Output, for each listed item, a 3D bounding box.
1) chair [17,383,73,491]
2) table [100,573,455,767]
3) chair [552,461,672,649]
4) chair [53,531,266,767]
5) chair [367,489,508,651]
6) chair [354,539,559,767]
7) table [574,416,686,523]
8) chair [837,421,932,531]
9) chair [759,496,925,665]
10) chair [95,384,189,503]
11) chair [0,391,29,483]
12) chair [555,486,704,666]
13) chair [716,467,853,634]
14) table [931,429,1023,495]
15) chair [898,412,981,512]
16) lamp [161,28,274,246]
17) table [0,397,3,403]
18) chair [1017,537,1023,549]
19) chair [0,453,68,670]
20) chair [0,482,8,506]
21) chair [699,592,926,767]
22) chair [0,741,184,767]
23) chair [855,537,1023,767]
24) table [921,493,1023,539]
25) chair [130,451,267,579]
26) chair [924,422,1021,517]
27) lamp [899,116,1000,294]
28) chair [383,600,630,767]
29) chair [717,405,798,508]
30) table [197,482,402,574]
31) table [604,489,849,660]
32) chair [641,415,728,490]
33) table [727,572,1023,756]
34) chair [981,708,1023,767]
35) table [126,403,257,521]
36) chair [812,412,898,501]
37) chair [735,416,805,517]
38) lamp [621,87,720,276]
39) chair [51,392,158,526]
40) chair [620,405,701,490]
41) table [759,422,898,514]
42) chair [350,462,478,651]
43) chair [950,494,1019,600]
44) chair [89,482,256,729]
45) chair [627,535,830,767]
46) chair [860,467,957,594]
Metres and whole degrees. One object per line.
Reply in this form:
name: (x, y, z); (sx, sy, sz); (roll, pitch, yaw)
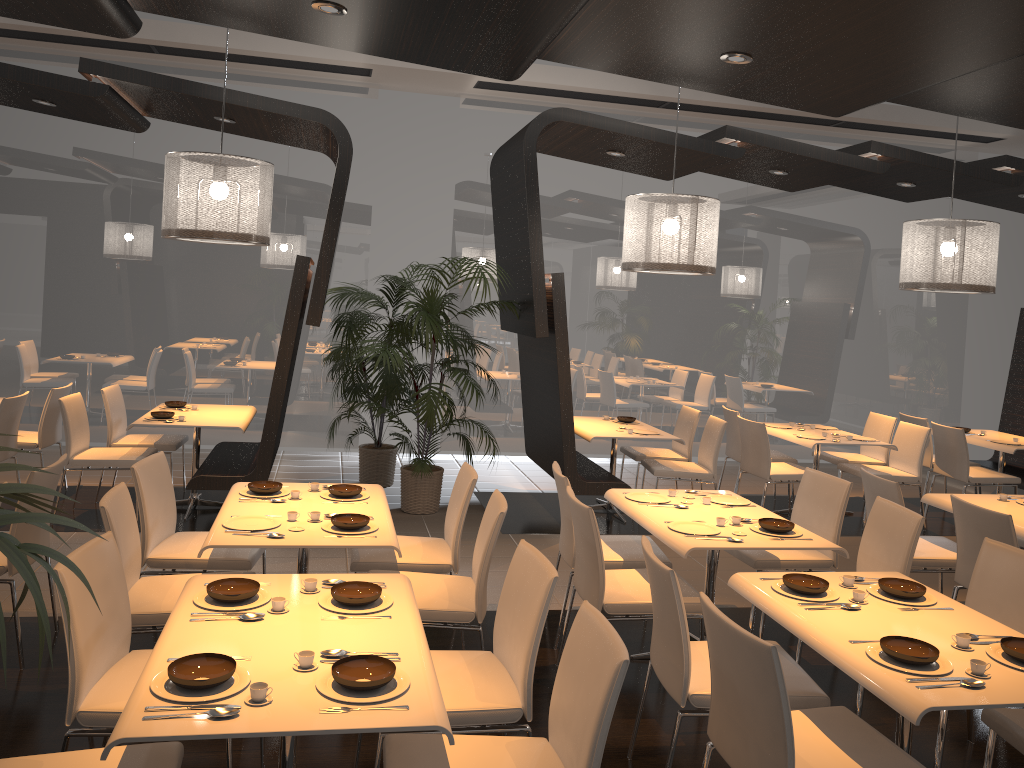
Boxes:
chair: (-3.791, 0.434, 6.851); (0.605, 0.873, 0.485); (3, 2, -9)
table: (-0.661, 1.101, 2.603); (0.799, 0.724, 1.152); (3, 4, -12)
chair: (0.495, 0.893, 4.698); (0.605, 0.868, 0.485); (3, 2, -4)
chair: (-1.127, 0.973, 2.855); (0.605, 0.868, 0.485); (3, 2, -4)
chair: (-0.348, 0.925, 3.848); (0.605, 0.868, 0.485); (3, 2, -4)
chair: (-0.194, 1.019, 2.982); (0.604, 0.873, 0.485); (3, 2, -14)
table: (0.856, 0.722, 7.509); (0.799, 0.724, 1.152); (3, 4, -12)
chair: (3.218, 0.773, 7.651); (0.605, 0.868, 0.485); (3, 2, -9)
chair: (1.565, 1.005, 4.221); (0.605, 0.873, 0.485); (3, 2, -4)
chair: (-2.939, 0.465, 7.037); (0.605, 0.868, 0.485); (3, 2, -9)
chair: (-3.786, 0.497, 6.204); (0.605, 0.873, 0.485); (3, 2, -9)
chair: (0.542, 0.955, 4.083); (0.605, 0.868, 0.485); (3, 2, -9)
chair: (1.495, 0.932, 4.913); (0.604, 0.868, 0.485); (3, 2, -14)
table: (4.567, 0.871, 8.257); (0.799, 0.724, 1.152); (3, 4, -12)
chair: (4.065, 0.744, 8.483); (0.605, 0.868, 0.485); (3, 2, -9)
lamp: (-1.736, -1.824, 5.347); (0.626, 1.927, 0.629); (2, 2, -40)
table: (-4.297, 0.518, 6.433); (0.799, 0.724, 1.152); (3, 4, -12)
chair: (3.453, 1.010, 5.321); (0.604, 0.868, 0.485); (3, 2, -14)
chair: (-2.425, 0.781, 4.052); (0.605, 0.868, 0.485); (3, 2, -9)
chair: (-2.369, 0.844, 3.431); (0.605, 0.868, 0.485); (3, 2, -4)
chair: (0.878, 1.114, 2.630); (0.604, 0.868, 0.485); (3, 2, -14)
chair: (-1.147, 1.039, 2.153); (0.604, 0.868, 0.485); (3, 2, -14)
chair: (1.756, 1.091, 3.443); (0.604, 0.873, 0.485); (3, 2, -14)
table: (3.081, 1.104, 4.899); (1.052, 0.724, 1.152); (3, 4, -12)
chair: (-1.526, 0.809, 4.318); (0.605, 0.868, 0.485); (3, 2, -4)
chair: (4.069, 0.808, 7.836); (0.605, 0.873, 0.485); (3, 2, -9)
lamp: (3.190, -1.628, 6.365); (0.627, 1.927, 0.627); (4, 1, 16)
chair: (-0.039, 1.086, 2.374); (0.605, 0.873, 0.485); (3, 2, -9)
chair: (2.240, 0.669, 8.131); (0.605, 0.868, 0.485); (3, 2, -4)
table: (-0.970, 0.941, 4.077); (0.799, 0.724, 1.152); (3, 4, -12)
table: (1.000, 1.021, 4.465); (0.799, 0.724, 1.152); (3, 4, -12)
chair: (1.407, 0.703, 7.257); (0.605, 0.868, 0.485); (3, 2, -4)
table: (1.335, 1.181, 3.011); (0.799, 0.724, 1.152); (3, 4, -12)
chair: (1.900, 1.162, 2.767); (0.605, 0.868, 0.485); (3, 2, -4)
table: (-2.436, 0.592, 6.810); (0.799, 0.724, 1.152); (3, 4, -12)
chair: (3.213, 0.713, 8.298); (0.605, 0.873, 0.485); (3, 2, -9)
chair: (2.219, 0.737, 7.429); (0.604, 0.873, 0.485); (3, 2, -14)
lamp: (1.107, -1.710, 5.935); (0.627, 1.927, 0.627); (4, 1, 16)
chair: (-2.933, 0.527, 6.390); (0.605, 0.868, 0.485); (3, 2, -9)
chair: (1.322, 0.640, 7.889); (0.605, 0.873, 0.485); (3, 2, -9)
table: (2.706, 0.796, 7.880); (0.799, 0.724, 1.152); (3, 4, -12)
chair: (-0.504, 0.857, 4.456); (0.605, 0.868, 0.485); (3, 2, -9)
chair: (2.564, 1.043, 4.447); (0.605, 0.873, 0.485); (3, 2, -9)
chair: (-1.377, 0.883, 3.642); (0.604, 0.868, 0.485); (3, 2, -14)
chair: (0.764, 1.051, 3.219); (0.605, 0.868, 0.485); (3, 2, -4)
chair: (2.344, 0.965, 5.100); (0.605, 0.868, 0.485); (3, 2, -4)
